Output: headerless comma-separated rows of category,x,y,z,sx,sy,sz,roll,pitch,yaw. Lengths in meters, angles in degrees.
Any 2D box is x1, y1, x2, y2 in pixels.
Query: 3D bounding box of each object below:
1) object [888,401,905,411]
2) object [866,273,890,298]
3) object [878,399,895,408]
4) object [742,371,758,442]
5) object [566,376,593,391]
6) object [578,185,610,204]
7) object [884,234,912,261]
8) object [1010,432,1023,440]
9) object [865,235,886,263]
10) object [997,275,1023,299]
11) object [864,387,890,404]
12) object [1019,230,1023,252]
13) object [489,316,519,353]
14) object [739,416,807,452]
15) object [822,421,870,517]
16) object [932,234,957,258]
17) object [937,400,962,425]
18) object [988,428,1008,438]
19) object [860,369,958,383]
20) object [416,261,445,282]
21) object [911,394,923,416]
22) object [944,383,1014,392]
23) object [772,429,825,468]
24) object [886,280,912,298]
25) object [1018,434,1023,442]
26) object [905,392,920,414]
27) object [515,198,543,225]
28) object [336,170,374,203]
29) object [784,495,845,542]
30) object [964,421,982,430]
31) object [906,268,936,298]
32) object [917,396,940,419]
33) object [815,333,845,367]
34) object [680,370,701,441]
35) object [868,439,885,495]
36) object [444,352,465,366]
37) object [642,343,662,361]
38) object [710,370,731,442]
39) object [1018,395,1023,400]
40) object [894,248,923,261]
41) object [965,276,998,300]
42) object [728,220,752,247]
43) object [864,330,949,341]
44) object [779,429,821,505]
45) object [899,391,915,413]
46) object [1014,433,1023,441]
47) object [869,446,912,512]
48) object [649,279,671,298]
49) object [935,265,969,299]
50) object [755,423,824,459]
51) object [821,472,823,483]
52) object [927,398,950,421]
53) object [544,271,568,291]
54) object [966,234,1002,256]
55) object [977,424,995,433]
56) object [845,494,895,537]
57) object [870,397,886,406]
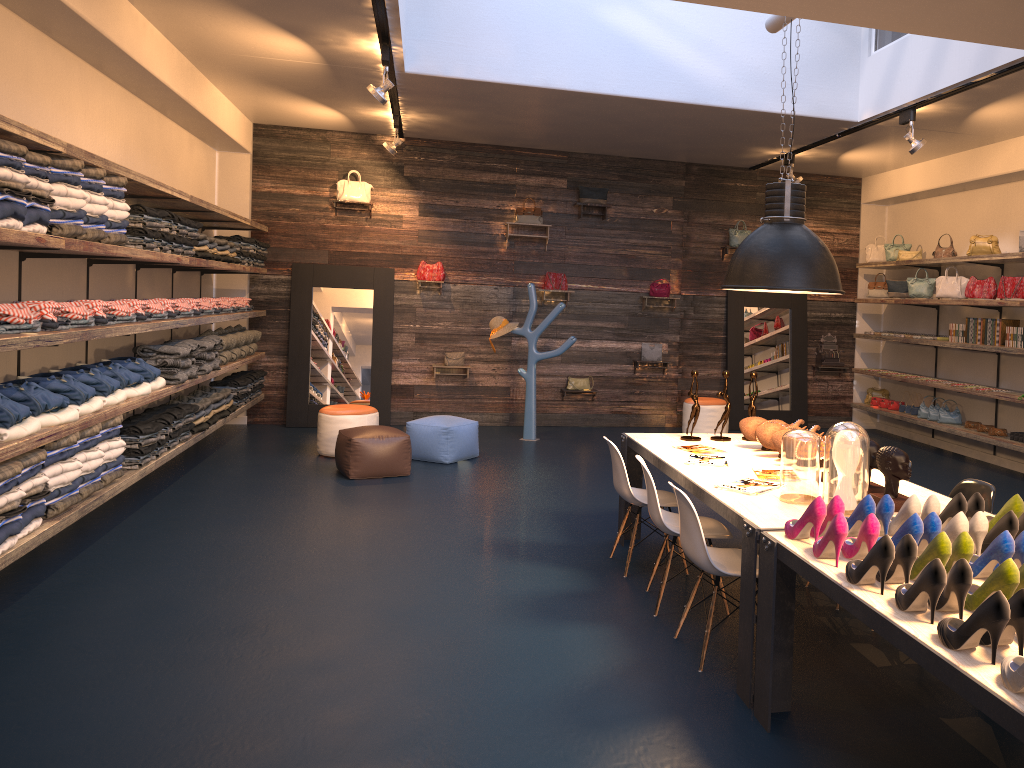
object,5.013,0.284,11.310,0.207,0.118,0.096,5,4,24
object,4.947,-1.326,11.668,0.327,0.334,0.177,5,3,34
object,4.971,0.262,11.508,0.207,0.118,0.095,4,4,23
object,1.632,0.146,5.869,0.150,0.467,0.129,1,2,-34
object,0.883,-0.007,11.058,0.394,0.173,0.213,-1,5,-34
object,1.035,-2.396,11.045,0.440,0.231,0.169,1,3,-19
object,5.017,-1.762,11.291,0.341,0.366,0.189,5,3,33
object,5.255,0.540,9.020,0.193,0.087,0.063,1,3,-13
object,5.003,-1.822,11.771,0.413,0.385,0.199,3,2,11
object,5.148,-0.995,8.931,0.146,0.249,0.294,1,4,-37
object,5.028,0.166,11.929,0.349,0.233,0.211,4,4,22
object,5.236,-1.430,8.711,0.256,0.229,0.085,5,3,32
object,-0.097,-0.567,10.096,0.349,0.440,0.342,2,3,-13
object,1.678,0.316,5.509,0.469,0.202,0.208,0,4,-26
object,1.473,0.370,3.827,0.214,0.411,0.190,1,2,-22
object,5.097,-1.620,10.223,0.112,0.299,0.270,1,4,-37
object,5.118,0.323,10.141,0.259,0.282,0.102,4,2,24
object,5.214,0.514,9.271,0.224,0.082,0.223,1,6,-20
object,4.981,-0.110,11.002,0.363,0.024,1.821,2,6,-6
object,-0.986,-1.374,10.577,0.340,0.253,0.137,2,2,-2
object,5.074,0.259,10.815,0.191,0.279,0.062,3,2,19
object,5.123,0.036,9.586,0.366,0.029,0.860,2,6,-7
object,1.726,0.369,5.005,0.473,0.202,0.206,-1,5,-31
object,5.003,-1.220,11.146,0.390,0.231,0.190,5,4,28
object,5.269,0.554,8.887,0.193,0.087,0.063,1,3,-13
object,5.062,0.244,10.957,0.196,0.279,0.060,3,2,9
object,0.216,-2.159,10.851,0.355,0.334,0.164,2,2,-2
object,-1.865,-2.342,10.308,0.453,0.385,0.181,1,3,-25
object,1.182,0.511,3.384,0.211,0.195,0.231,1,4,-15
object,5.221,0.463,9.789,0.212,0.082,0.236,3,5,2
object,5.005,-1.235,10.614,0.341,0.366,0.189,5,3,33
object,5.067,0.282,10.534,0.263,0.282,0.101,4,2,17
object,4.397,-0.476,12.006,0.371,0.460,0.226,2,2,-12
object,1.194,0.137,5.756,0.140,0.467,0.139,2,2,1
object,1.729,0.404,4.243,0.160,0.285,0.149,2,2,-11
object,-0.706,-0.309,10.669,0.291,0.175,0.096,-1,4,-34
object,1.832,-0.417,11.332,0.273,0.229,0.079,3,2,3
object,1.405,0.141,5.808,0.129,0.467,0.150,4,2,33
object,5.122,0.131,8.643,0.246,0.058,0.079,1,5,-18
object,5.009,-1.634,11.004,0.335,0.173,0.250,7,6,43
object,5.128,-1.052,9.483,0.312,0.253,0.149,6,4,40
object,3.041,-1.997,11.573,0.392,0.366,0.165,1,3,-25
object,5.064,-0.628,11.139,0.496,0.060,1.478,2,6,-7
object,1.348,0.380,4.061,0.182,0.335,0.189,3,3,8
object,5.047,0.231,11.083,0.191,0.279,0.062,3,2,19
object,5.263,0.547,8.955,0.193,0.087,0.063,1,3,-13
object,1.754,0.430,3.993,0.160,0.285,0.149,2,2,-11
object,1.930,-1.253,11.334,0.258,0.243,0.209,1,3,-15
object,5.131,-1.186,10.100,0.391,0.385,0.209,6,4,43
object,1.702,0.344,5.247,0.473,0.202,0.206,-1,5,-31
object,1.705,0.379,4.485,0.160,0.285,0.149,2,2,-11
object,5.092,0.302,10.337,0.259,0.282,0.102,4,2,24
object,0.565,-1.294,10.958,0.341,0.254,0.130,1,3,-25
object,5.126,-1.509,9.435,0.340,0.233,0.216,6,5,39
object,5.229,0.489,9.532,0.224,0.082,0.223,1,6,-20
object,1.405,0.515,3.449,0.208,0.195,0.235,2,4,-9
object,4.950,0.240,11.715,0.207,0.118,0.095,4,4,23
